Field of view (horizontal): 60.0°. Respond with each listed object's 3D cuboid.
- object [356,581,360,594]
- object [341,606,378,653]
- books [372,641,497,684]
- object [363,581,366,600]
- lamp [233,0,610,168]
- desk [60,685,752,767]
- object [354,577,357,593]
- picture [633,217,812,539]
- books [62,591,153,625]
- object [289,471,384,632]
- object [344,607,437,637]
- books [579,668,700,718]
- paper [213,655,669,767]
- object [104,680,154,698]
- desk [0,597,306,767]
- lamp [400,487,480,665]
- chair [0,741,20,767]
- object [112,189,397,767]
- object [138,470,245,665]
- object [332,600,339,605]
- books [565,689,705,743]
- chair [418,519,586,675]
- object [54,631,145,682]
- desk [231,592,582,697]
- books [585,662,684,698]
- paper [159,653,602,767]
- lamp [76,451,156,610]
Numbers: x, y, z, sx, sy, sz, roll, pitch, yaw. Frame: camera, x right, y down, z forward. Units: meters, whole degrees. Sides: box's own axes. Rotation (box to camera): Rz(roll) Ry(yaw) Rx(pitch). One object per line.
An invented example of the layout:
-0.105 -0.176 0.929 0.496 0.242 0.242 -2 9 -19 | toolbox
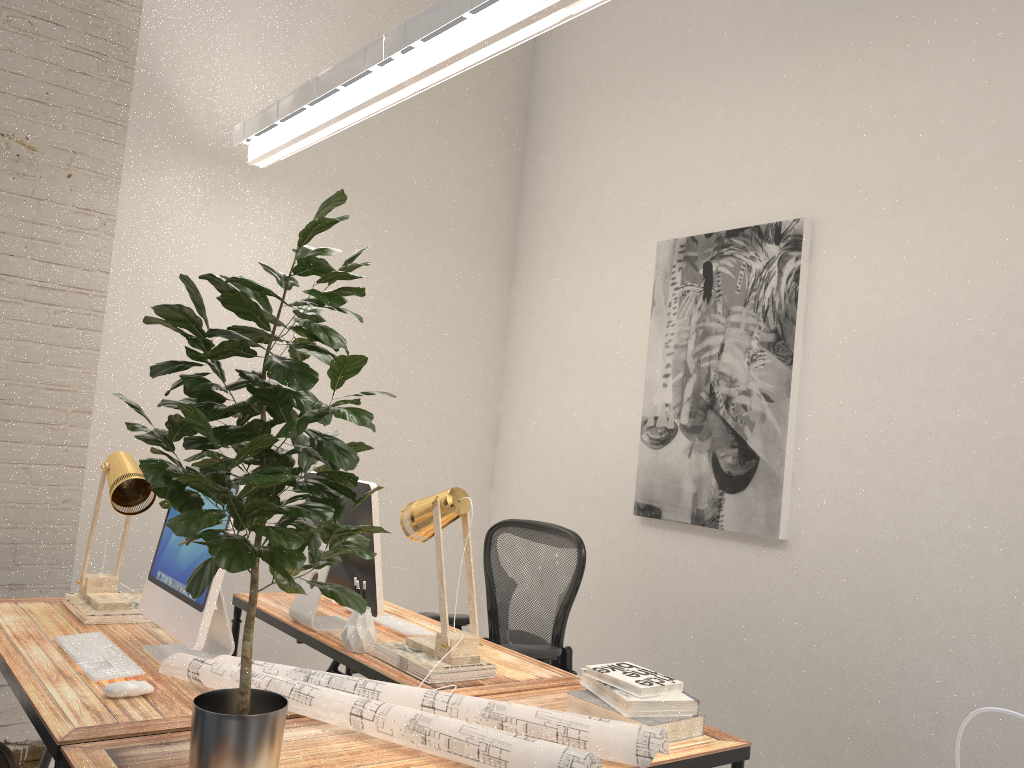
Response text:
-0.443 0.676 2.584 0.008 0.207 0.054 3 -4 39 | object
-0.445 0.718 2.596 0.101 0.126 0.101 5 -4 7 | object
-0.222 0.775 2.495 0.226 0.038 0.308 9 -5 -37 | books
-0.431 0.677 2.588 0.008 0.207 0.054 5 -3 17 | object
1.352 -2.234 0.718 0.226 2.861 7.301 8 -5 -38 | lamp
-0.172 1.118 1.847 1.402 0.724 0.529 9 -5 -38 | desk
-0.455 0.675 2.605 0.054 0.207 0.008 3 -4 35 | object
0.815 -0.025 3.535 0.049 1.182 0.731 8 -4 -38 | picture
-1.250 0.696 2.771 0.226 0.038 0.308 9 -5 -37 | books
-0.587 0.546 2.910 0.190 0.485 0.483 8 -4 -38 | object
-0.419 0.804 3.012 0.119 0.017 0.439 9 -5 -37 | object
0.306 0.751 2.167 0.193 0.044 0.257 7 -4 -20 | books
-0.219 0.718 1.999 1.134 0.082 0.083 4 -4 17 | paper
-0.858 0.682 1.989 0.106 0.029 0.059 9 -5 -37 | object
-1.107 1.064 2.356 0.530 0.724 1.400 8 -5 -38 | desk
-0.206 0.529 2.566 0.126 0.469 0.344 8 -4 -37 | lamp
-1.411 0.830 1.994 0.770 1.084 0.793 3 -4 36 | chair
-0.459 0.165 1.576 0.513 1.076 0.439 2 -5 43 | object
-0.841 0.484 2.381 0.190 0.485 0.483 8 -4 -38 | object
-0.614 0.798 3.276 0.106 0.029 0.059 9 -5 -37 | object
0.293 0.795 2.139 0.200 0.050 0.271 9 -5 -40 | books
-0.100 1.048 3.248 0.770 1.084 0.793 3 -4 36 | chair
-1.054 0.688 2.252 0.119 0.017 0.439 9 -5 -37 | object
-0.438 1.165 2.867 0.530 0.724 1.400 8 -5 -38 | desk
0.296 0.718 2.160 0.153 0.030 0.185 9 -5 -40 | books
-0.351 0.697 1.897 1.133 0.082 0.083 3 -4 27 | paper
-1.217 0.443 2.727 0.126 0.469 0.344 8 -4 -38 | lamp
